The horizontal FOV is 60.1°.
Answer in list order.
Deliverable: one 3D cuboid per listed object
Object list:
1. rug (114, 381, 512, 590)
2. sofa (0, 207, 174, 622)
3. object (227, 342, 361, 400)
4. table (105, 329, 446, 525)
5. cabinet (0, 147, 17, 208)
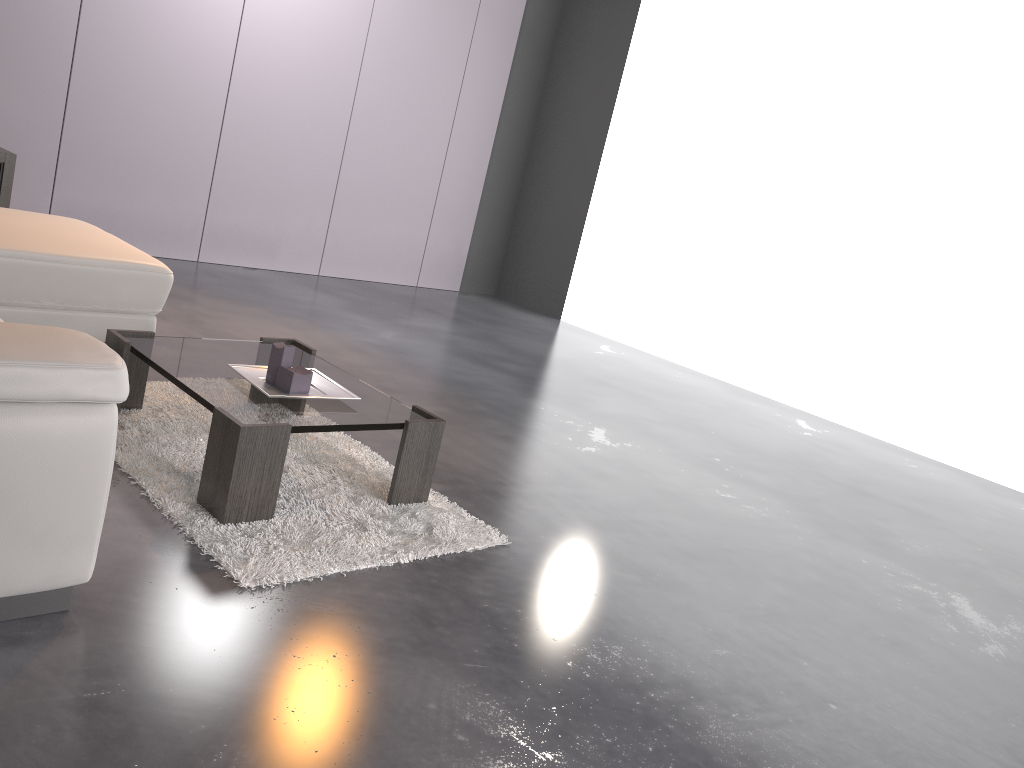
[{"bbox_3d":[-0.814,0.232,2.831,0.915,0.023,1.541,1,18,-46],"label":"rug"},{"bbox_3d":[-1.726,-0.393,2.664,1.866,0.852,2.890,1,17,-46],"label":"sofa"},{"bbox_3d":[-0.660,-0.050,2.715,0.304,0.135,0.307,3,16,-42],"label":"object"},{"bbox_3d":[-0.785,0.097,2.824,0.700,0.268,0.914,1,17,-46],"label":"table"},{"bbox_3d":[-3.283,-1.060,4.659,1.071,0.550,0.381,1,16,-46],"label":"cabinet"}]
